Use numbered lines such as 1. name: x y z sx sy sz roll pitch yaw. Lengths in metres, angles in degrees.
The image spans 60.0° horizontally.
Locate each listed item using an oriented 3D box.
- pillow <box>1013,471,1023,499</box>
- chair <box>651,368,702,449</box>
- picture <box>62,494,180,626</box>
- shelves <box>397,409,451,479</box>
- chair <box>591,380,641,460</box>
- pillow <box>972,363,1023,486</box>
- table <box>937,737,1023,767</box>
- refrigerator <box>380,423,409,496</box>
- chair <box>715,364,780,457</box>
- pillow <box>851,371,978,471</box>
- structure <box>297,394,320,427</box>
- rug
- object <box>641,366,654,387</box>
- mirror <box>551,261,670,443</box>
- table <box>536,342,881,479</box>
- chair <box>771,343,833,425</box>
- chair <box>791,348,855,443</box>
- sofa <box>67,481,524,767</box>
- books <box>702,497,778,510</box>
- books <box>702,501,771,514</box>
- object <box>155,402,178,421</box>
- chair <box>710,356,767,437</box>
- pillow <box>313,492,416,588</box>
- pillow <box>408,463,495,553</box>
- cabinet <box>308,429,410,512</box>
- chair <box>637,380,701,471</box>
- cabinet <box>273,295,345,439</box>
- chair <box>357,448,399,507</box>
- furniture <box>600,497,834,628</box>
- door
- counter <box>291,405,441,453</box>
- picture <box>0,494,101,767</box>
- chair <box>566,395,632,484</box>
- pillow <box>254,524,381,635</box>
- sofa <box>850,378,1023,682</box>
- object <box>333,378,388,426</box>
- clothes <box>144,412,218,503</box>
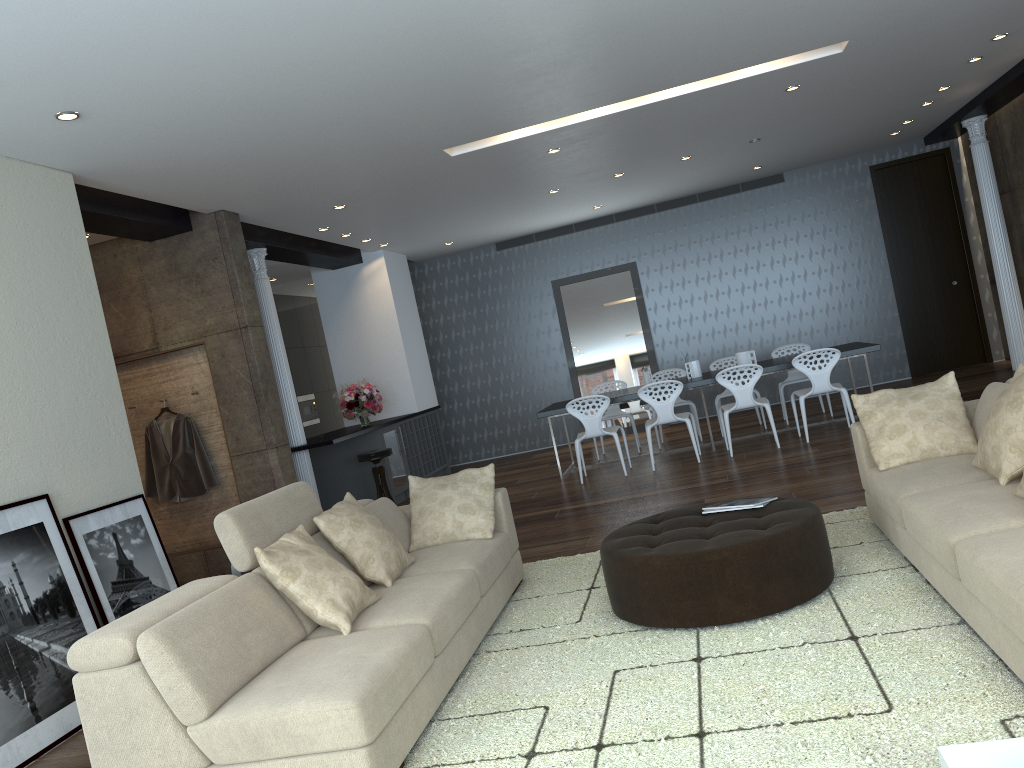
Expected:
1. pillow: 2.000 0.220 3.143 0.368 0.416 0.519 -12 1 16
2. chair: 1.850 0.254 10.155 0.495 0.835 0.581 -12 1 12
3. picture: -2.150 1.162 5.089 0.195 0.988 0.700 -12 1 12
4. shelves: -1.512 0.917 11.262 0.900 0.897 1.700 -12 1 12
5. chair: 1.177 0.395 10.298 0.495 0.835 0.581 -12 1 12
6. pillow: 2.131 0.165 3.751 0.301 0.439 0.534 -12 1 15
7. table: 1.381 0.891 1.598 0.900 0.170 0.900 -12 1 12
8. refrigerator: -1.332 0.848 10.055 0.075 0.774 0.578 -12 1 16
9. chair: 2.216 0.219 8.427 0.495 0.835 0.581 -12 1 12
10. pillow: 2.055 0.184 4.544 0.518 0.393 0.395 -12 1 15
11. structure: -3.284 0.440 13.322 0.528 0.452 0.595 -12 1 12
12. rug: 0.850 1.058 3.366 2.972 0.020 4.231 -12 1 12
13. object: 1.429 -0.078 9.431 0.076 0.233 0.161 -12 1 -7
14. mirror: 1.342 -0.432 12.202 1.200 2.294 0.240 -12 1 12
15. table: 2.072 0.279 9.393 3.400 0.733 1.200 -12 1 12
16. chair: 3.197 -0.028 9.869 0.495 0.835 0.581 -12 1 12
17. chair: 2.886 0.078 8.305 0.495 0.835 0.581 -12 1 12
18. sofa: -0.728 0.903 4.108 1.021 0.950 2.581 -12 1 12
19. books: 1.129 0.592 4.398 0.220 0.040 0.301 -13 2 -43
20. books: 1.112 0.604 4.380 0.300 0.031 0.219 -11 2 27
21. object: -2.905 0.238 7.435 0.430 0.219 0.010 -12 1 12
22. chair: 2.523 0.113 10.012 0.495 0.835 0.581 -12 1 12
23. pillow: -0.719 0.762 4.357 0.301 0.439 0.534 -12 1 8
24. pillow: -0.339 0.686 5.053 0.518 0.393 0.395 -12 1 8
25. cabinet: -1.739 0.994 10.116 0.900 0.897 0.642 -12 1 12
26. chair: 1.511 0.366 8.586 0.495 0.835 0.581 -12 1 12
27. cabinet: -3.789 0.324 11.630 0.827 2.980 7.409 -12 1 12
28. chair: 1.656 0.555 7.827 21.556 0.952 16.134 -12 1 12
29. furniture: 0.960 0.822 4.229 1.057 0.355 1.057 -12 1 14
30. door: 5.421 -1.556 11.550 1.000 2.814 0.246 -12 1 12
31. counter: -1.804 0.525 10.272 1.000 0.040 3.700 -12 1 12
32. picture: -2.351 1.154 4.085 0.225 1.140 1.183 -12 1 12
33. chair: 0.839 0.507 8.733 0.495 0.835 0.581 -12 1 12
34. pillow: -0.826 0.811 3.743 0.368 0.416 0.519 -12 1 7
35. sofa: 2.096 0.312 3.508 1.021 0.950 2.581 -12 1 12
36. object: -1.759 0.214 10.304 0.570 0.552 0.544 -12 1 18
37. clothes: -2.836 0.621 7.432 0.700 0.735 0.173 -12 1 10
